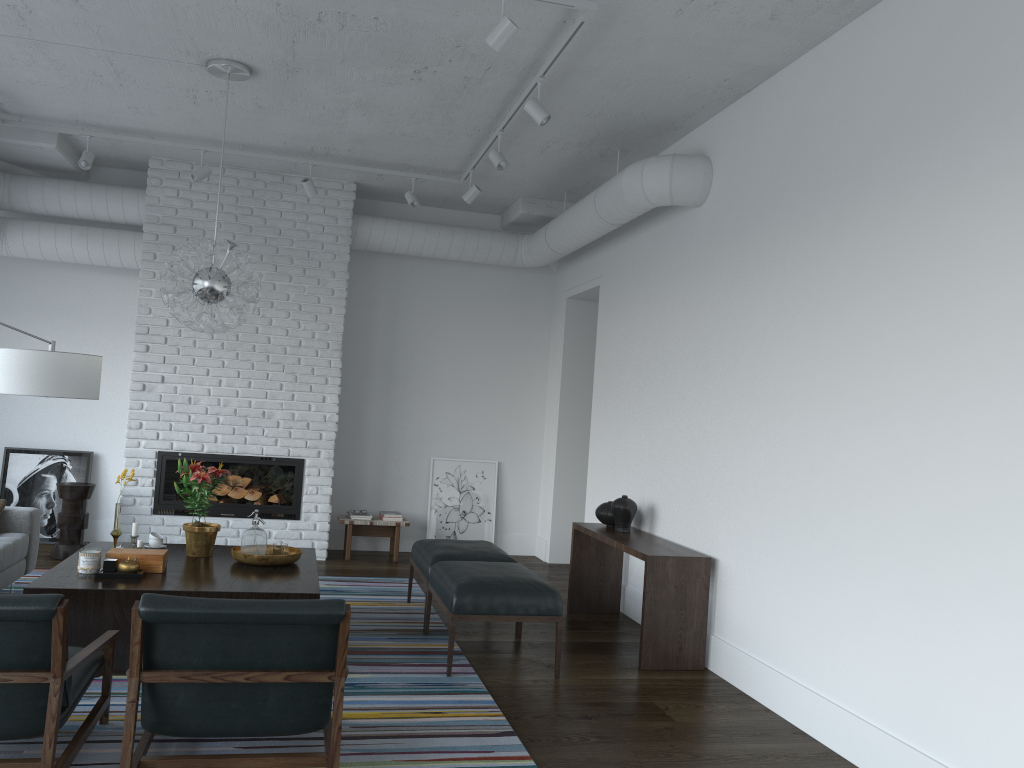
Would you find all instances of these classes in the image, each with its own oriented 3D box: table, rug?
[{"bbox_3d":[-1.731,1.171,4.784,1.306,0.394,1.362,4,-2,-13],"label":"table"},{"bbox_3d":[0.739,1.263,5.500,0.375,0.617,1.362,4,-2,-13],"label":"table"},{"bbox_3d":[-1.647,1.379,4.762,2.735,0.012,3.760,4,-2,-13],"label":"rug"},{"bbox_3d":[-3.379,1.049,6.832,0.282,0.558,0.281,5,-2,-35],"label":"table"},{"bbox_3d":[-1.230,1.354,7.786,0.605,0.345,0.405,4,-2,-13],"label":"table"}]

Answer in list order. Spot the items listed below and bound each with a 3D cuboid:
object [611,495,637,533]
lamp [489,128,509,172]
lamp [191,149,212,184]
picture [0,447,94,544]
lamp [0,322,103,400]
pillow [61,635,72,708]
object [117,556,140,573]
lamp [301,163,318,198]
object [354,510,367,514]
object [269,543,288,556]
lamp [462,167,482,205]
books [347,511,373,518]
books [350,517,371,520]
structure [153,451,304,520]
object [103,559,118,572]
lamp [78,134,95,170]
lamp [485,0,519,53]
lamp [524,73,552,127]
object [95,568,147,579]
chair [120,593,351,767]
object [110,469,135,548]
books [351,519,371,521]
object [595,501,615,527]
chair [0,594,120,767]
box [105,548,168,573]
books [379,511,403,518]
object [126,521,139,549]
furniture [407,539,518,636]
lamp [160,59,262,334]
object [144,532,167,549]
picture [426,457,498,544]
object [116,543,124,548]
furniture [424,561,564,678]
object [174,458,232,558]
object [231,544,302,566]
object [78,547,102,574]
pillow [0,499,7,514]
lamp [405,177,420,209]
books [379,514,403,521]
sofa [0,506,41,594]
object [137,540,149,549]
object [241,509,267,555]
[{"bbox_3d":[0.731,0.846,5.797,0.171,0.236,0.171,4,-2,-8],"label":"object"},{"bbox_3d":[-0.086,-1.515,5.743,0.094,0.285,0.154,6,-3,-40],"label":"lamp"},{"bbox_3d":[-2.318,-1.636,6.632,0.090,0.285,0.154,2,-3,45],"label":"lamp"},{"bbox_3d":[-3.908,0.935,7.403,0.686,0.775,0.130,4,-2,-13],"label":"picture"},{"bbox_3d":[-2.457,0.398,3.241,0.432,1.738,2.162,3,-2,21],"label":"lamp"},{"bbox_3d":[-1.735,0.911,2.814,0.612,0.293,0.246,4,-2,-13],"label":"pillow"},{"bbox_3d":[-1.893,0.891,4.380,0.103,0.077,0.103,6,-3,-42],"label":"object"},{"bbox_3d":[-1.554,-1.577,6.814,0.097,0.285,0.154,3,-2,27],"label":"lamp"},{"bbox_3d":[-1.350,1.116,7.771,0.093,0.038,0.134,2,-3,43],"label":"object"},{"bbox_3d":[-1.330,0.961,5.038,0.085,0.089,0.195,4,-2,-4],"label":"object"},{"bbox_3d":[-0.300,-1.496,6.678,0.154,0.285,0.104,3,-2,27],"label":"lamp"},{"bbox_3d":[-1.334,1.145,7.766,0.202,0.019,0.280,4,-2,-15],"label":"books"},{"bbox_3d":[-1.330,1.159,7.755,0.171,0.011,0.306,4,-2,-14],"label":"books"},{"bbox_3d":[-2.384,0.877,7.584,1.168,0.578,0.675,4,-2,-13],"label":"structure"},{"bbox_3d":[-1.982,0.895,4.378,0.058,0.055,0.058,4,-2,-13],"label":"object"},{"bbox_3d":[-3.089,-1.696,6.445,0.095,0.285,0.154,4,-2,-15],"label":"lamp"},{"bbox_3d":[-0.039,-1.580,3.841,0.154,0.285,0.088,3,-2,32],"label":"lamp"},{"bbox_3d":[0.142,-1.533,4.786,0.154,0.285,0.100,4,-2,10],"label":"lamp"},{"bbox_3d":[-1.927,0.933,4.370,0.214,0.023,0.130,4,-2,-13],"label":"object"},{"bbox_3d":[-0.961,1.025,3.199,0.678,0.698,0.983,4,-2,-13],"label":"chair"},{"bbox_3d":[-2.197,0.714,5.011,0.121,0.470,0.120,4,-2,2],"label":"object"},{"bbox_3d":[-1.331,1.170,7.766,0.172,0.011,0.273,4,-2,-14],"label":"books"},{"bbox_3d":[0.687,0.885,6.024,0.245,0.168,0.245,5,-2,-22],"label":"object"},{"bbox_3d":[-1.778,0.962,3.004,0.678,0.698,0.983,4,-2,-13],"label":"chair"},{"bbox_3d":[-1.923,0.905,4.547,0.294,0.093,0.169,4,-2,-13],"label":"box"},{"bbox_3d":[-1.072,1.152,7.850,0.173,0.025,0.238,4,-2,-15],"label":"books"},{"bbox_3d":[-2.146,0.867,5.040,0.098,0.174,0.098,5,-2,-19],"label":"object"},{"bbox_3d":[-0.319,1.268,5.700,0.584,0.478,0.828,4,-2,-13],"label":"furniture"},{"bbox_3d":[-1.692,-1.064,5.115,0.552,1.546,0.552,5,-2,-26],"label":"lamp"},{"bbox_3d":[-2.032,0.905,5.062,0.121,0.113,0.124,4,-2,6],"label":"object"},{"bbox_3d":[-0.465,1.147,8.273,0.637,0.884,0.093,4,-2,-13],"label":"picture"},{"bbox_3d":[-2.170,0.914,4.888,0.069,0.078,0.124,5,-2,-31],"label":"object"},{"bbox_3d":[-0.120,1.253,4.872,0.583,0.476,0.827,4,-2,-13],"label":"furniture"},{"bbox_3d":[-1.777,0.700,5.034,0.275,0.558,0.284,2,-3,39],"label":"object"},{"bbox_3d":[-1.386,0.970,5.007,0.383,0.068,0.383,3,-2,29],"label":"object"},{"bbox_3d":[-2.096,0.877,4.407,0.106,0.116,0.117,5,-2,-34],"label":"object"},{"bbox_3d":[-3.294,0.781,5.302,0.427,0.261,0.236,4,-2,-12],"label":"pillow"},{"bbox_3d":[-0.785,-1.518,6.994,0.093,0.285,0.154,5,-3,-35],"label":"lamp"},{"bbox_3d":[-1.071,1.180,7.842,0.185,0.032,0.267,4,-2,-15],"label":"books"},{"bbox_3d":[-3.195,0.918,4.323,0.991,0.684,2.541,4,-2,-13],"label":"sofa"},{"bbox_3d":[-2.058,0.907,4.901,0.102,0.098,0.102,3,-2,26],"label":"object"},{"bbox_3d":[-1.458,0.854,5.027,0.143,0.288,0.143,6,-3,-42],"label":"object"}]
